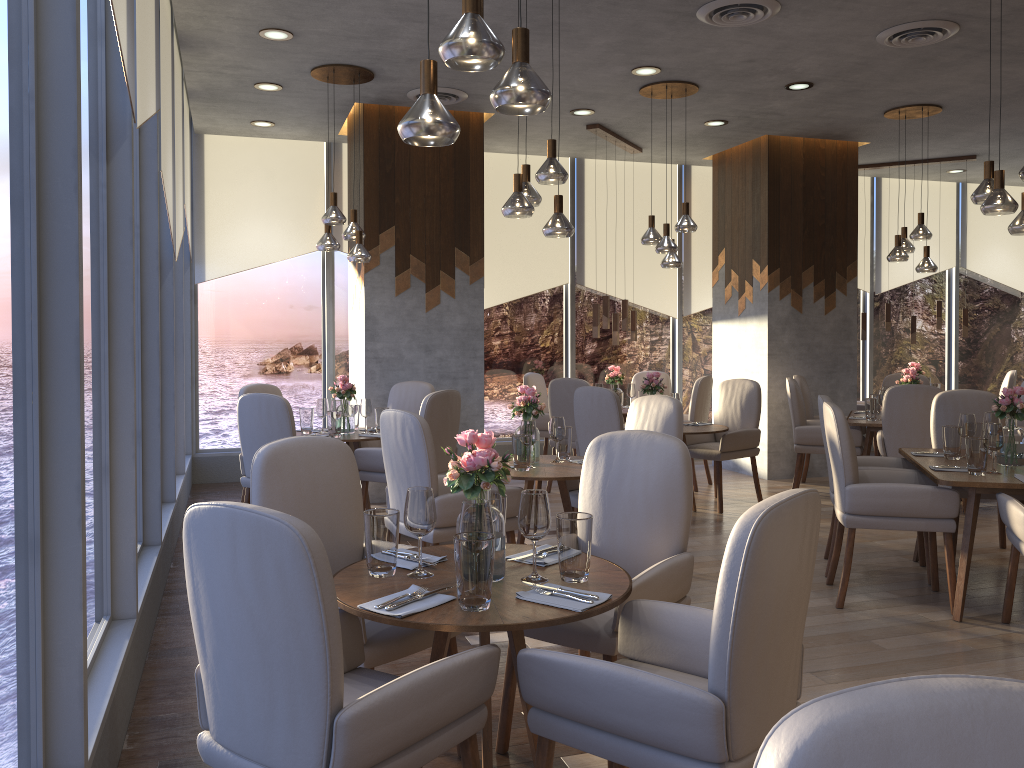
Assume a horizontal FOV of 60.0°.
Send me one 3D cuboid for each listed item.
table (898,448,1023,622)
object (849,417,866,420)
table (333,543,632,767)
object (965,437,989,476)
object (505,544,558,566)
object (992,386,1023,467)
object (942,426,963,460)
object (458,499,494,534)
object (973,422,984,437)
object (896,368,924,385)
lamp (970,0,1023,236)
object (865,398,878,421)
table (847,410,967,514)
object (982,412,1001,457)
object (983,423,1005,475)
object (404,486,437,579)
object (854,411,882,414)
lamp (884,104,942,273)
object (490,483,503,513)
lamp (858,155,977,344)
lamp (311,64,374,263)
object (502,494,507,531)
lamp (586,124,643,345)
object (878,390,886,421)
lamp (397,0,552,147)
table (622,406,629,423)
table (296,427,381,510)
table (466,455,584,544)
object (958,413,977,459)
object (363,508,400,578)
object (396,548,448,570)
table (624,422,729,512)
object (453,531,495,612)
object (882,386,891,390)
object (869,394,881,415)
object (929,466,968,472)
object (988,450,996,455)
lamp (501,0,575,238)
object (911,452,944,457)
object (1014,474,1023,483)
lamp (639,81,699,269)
[{"bbox_3d":[2.609,0.753,4.594,0.964,0.665,1.308,1,3,16],"label":"table"},{"bbox_3d":[2.893,0.276,7.249,0.255,0.019,0.157,1,3,25],"label":"object"},{"bbox_3d":[-0.085,0.868,2.471,0.834,0.662,0.834,-1,2,-19],"label":"table"},{"bbox_3d":[2.240,0.348,4.270,0.102,0.178,0.102,1,2,31],"label":"object"},{"bbox_3d":[0.087,0.517,2.682,0.157,0.019,0.255,2,4,41],"label":"object"},{"bbox_3d":[2.593,0.217,4.591,0.210,0.415,0.198,1,2,30],"label":"object"},{"bbox_3d":[2.395,0.320,4.822,0.102,0.178,0.102,1,2,31],"label":"object"},{"bbox_3d":[-0.093,0.424,2.292,0.092,0.244,0.092,-1,2,-34],"label":"object"},{"bbox_3d":[2.630,0.308,5.043,0.102,0.178,0.102,1,2,29],"label":"object"},{"bbox_3d":[3.303,0.075,7.351,0.198,0.415,0.210,-1,2,-40],"label":"object"},{"bbox_3d":[2.581,-1.444,4.564,0.439,1.325,0.439,0,1,-12],"label":"lamp"},{"bbox_3d":[2.871,0.205,7.083,0.102,0.178,0.102,1,2,31],"label":"object"},{"bbox_3d":[3.295,0.613,7.335,0.965,0.665,1.308,1,3,23],"label":"table"},{"bbox_3d":[2.674,0.281,4.942,0.092,0.244,0.092,1,2,38],"label":"object"},{"bbox_3d":[2.342,0.313,4.309,0.092,0.244,0.092,0,1,-5],"label":"object"},{"bbox_3d":[-0.258,0.415,2.486,0.092,0.244,0.092,1,2,38],"label":"object"},{"bbox_3d":[3.136,0.249,7.768,0.255,0.019,0.157,1,3,25],"label":"object"},{"bbox_3d":[3.303,-1.585,7.316,0.439,1.325,0.439,-1,1,-32],"label":"lamp"},{"bbox_3d":[-0.074,0.407,2.638,0.092,0.244,0.092,-1,1,-24],"label":"object"},{"bbox_3d":[4.261,-1.391,9.395,1.161,1.930,0.118,1,1,27],"label":"lamp"},{"bbox_3d":[-1.192,-1.521,6.253,0.439,1.325,0.439,1,2,39],"label":"lamp"},{"bbox_3d":[-0.065,0.434,2.748,0.102,0.178,0.102,0,2,-13],"label":"object"},{"bbox_3d":[0.970,-1.326,8.262,0.118,1.930,1.162,0,2,27],"label":"lamp"},{"bbox_3d":[2.978,0.171,7.105,0.092,0.244,0.092,-1,1,-18],"label":"object"},{"bbox_3d":[-0.101,-1.330,2.427,0.439,1.325,0.439,-1,1,-25],"label":"lamp"},{"bbox_3d":[0.971,0.571,8.304,0.834,0.662,0.834,0,2,3],"label":"table"},{"bbox_3d":[-1.175,0.678,6.275,0.834,0.662,0.834,-1,3,-31],"label":"table"},{"bbox_3d":[0.167,0.757,4.661,0.834,0.662,0.834,1,3,32],"label":"table"},{"bbox_3d":[2.497,0.285,4.861,0.092,0.244,0.092,1,2,35],"label":"object"},{"bbox_3d":[-0.367,0.447,2.494,0.102,0.178,0.102,-1,2,-23],"label":"object"},{"bbox_3d":[-0.301,0.519,2.649,0.255,0.019,0.157,2,4,41],"label":"object"},{"bbox_3d":[1.203,0.653,6.678,0.834,0.662,0.834,-2,3,-43],"label":"table"},{"bbox_3d":[-0.093,0.463,2.184,0.102,0.178,0.102,0,2,13],"label":"object"},{"bbox_3d":[3.221,0.144,7.624,0.092,0.244,0.092,-1,2,-40],"label":"object"},{"bbox_3d":[3.114,0.178,7.601,0.102,0.178,0.102,1,2,31],"label":"object"},{"bbox_3d":[2.234,0.420,4.438,0.255,0.019,0.157,1,3,15],"label":"object"},{"bbox_3d":[2.796,0.387,5.057,0.157,0.019,0.255,1,3,13],"label":"object"},{"bbox_3d":[0.135,-1.442,4.631,0.439,1.325,0.439,0,1,-15],"label":"lamp"},{"bbox_3d":[2.389,0.391,4.989,0.255,0.019,0.157,1,3,15],"label":"object"},{"bbox_3d":[2.436,0.436,4.117,0.157,0.019,0.255,1,3,18],"label":"object"},{"bbox_3d":[1.177,-1.547,6.658,0.439,1.325,0.439,0,1,-10],"label":"lamp"}]
